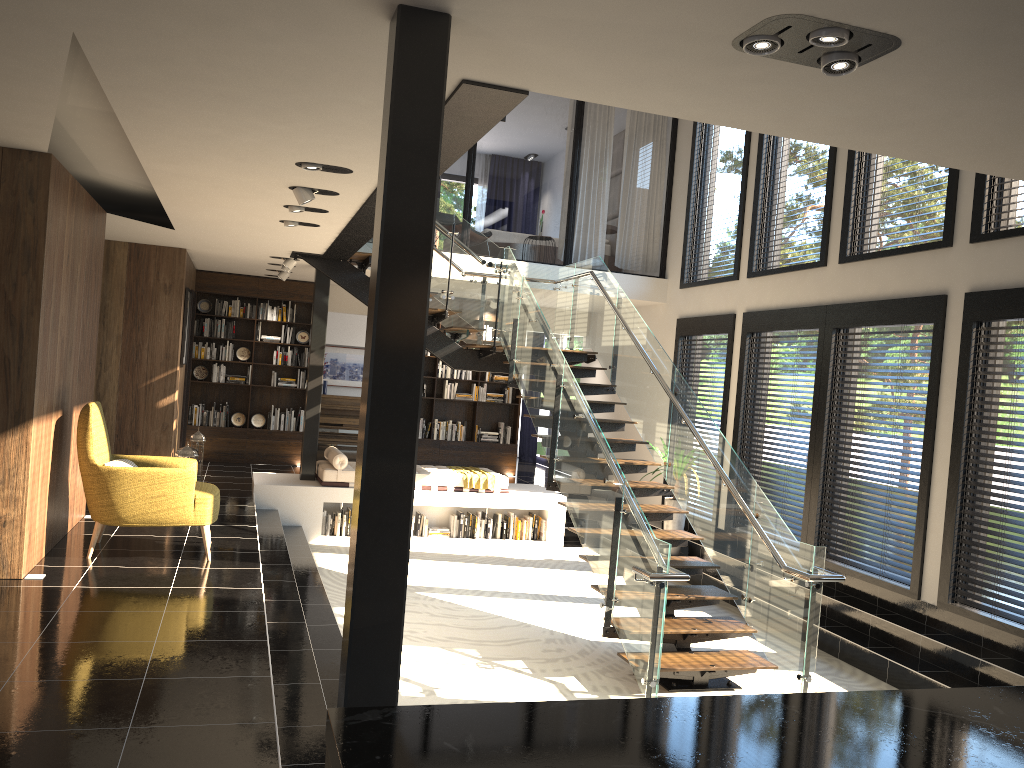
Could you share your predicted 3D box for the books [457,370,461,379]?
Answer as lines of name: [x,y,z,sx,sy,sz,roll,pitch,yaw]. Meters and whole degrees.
books: [-0.837,-0.163,13.691,0.047,0.171,0.167,4,1,-17]

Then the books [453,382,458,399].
books: [-0.896,0.105,13.673,0.067,0.261,0.159,4,1,-17]

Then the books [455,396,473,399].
books: [-0.764,0.208,13.715,0.275,0.025,0.156,4,0,-21]

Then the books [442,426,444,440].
books: [-1.080,0.749,13.632,0.025,0.214,0.170,4,1,-17]

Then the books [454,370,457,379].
books: [-0.883,-0.197,13.651,0.028,0.231,0.167,4,1,-17]

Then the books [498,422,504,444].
books: [-0.182,0.764,13.903,0.030,0.326,0.194,4,1,-17]

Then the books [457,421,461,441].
books: [-0.831,0.728,13.707,0.025,0.294,0.177,4,1,-17]

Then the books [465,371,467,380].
books: [-0.726,-0.173,13.747,0.030,0.208,0.119,4,1,-17]

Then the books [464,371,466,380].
books: [-0.744,-0.164,13.714,0.024,0.187,0.148,4,1,-17]

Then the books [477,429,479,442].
books: [-0.549,0.798,13.793,0.025,0.199,0.149,4,1,-17]

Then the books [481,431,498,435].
books: [-0.366,0.766,13.851,0.288,0.030,0.175,5,0,-13]

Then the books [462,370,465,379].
books: [-0.766,-0.161,13.697,0.027,0.179,0.164,4,1,-17]

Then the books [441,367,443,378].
books: [-1.093,-0.179,13.614,0.027,0.162,0.125,4,1,-17]

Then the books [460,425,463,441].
books: [-0.804,0.753,13.703,0.028,0.250,0.161,4,1,-17]

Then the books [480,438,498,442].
books: [-0.376,0.871,13.858,0.286,0.030,0.176,4,0,-19]

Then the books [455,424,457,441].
books: [-0.885,0.746,13.692,0.029,0.250,0.142,4,1,-17]

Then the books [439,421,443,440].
books: [-1.100,0.716,13.612,0.030,0.276,0.160,4,1,-17]

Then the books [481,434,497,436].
books: [-0.372,0.793,13.865,0.251,0.026,0.148,4,0,-21]

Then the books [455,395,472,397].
books: [-0.761,0.184,13.712,0.261,0.024,0.167,4,0,-20]

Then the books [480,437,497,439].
books: [-0.377,0.843,13.868,0.250,0.026,0.148,4,0,-21]

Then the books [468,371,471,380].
books: [-0.661,-0.174,13.749,0.046,0.219,0.145,4,1,-17]

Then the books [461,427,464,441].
books: [-0.785,0.768,13.730,0.026,0.221,0.145,4,1,-17]

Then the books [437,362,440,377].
books: [-1.148,-0.216,13.598,0.030,0.228,0.176,4,1,-17]

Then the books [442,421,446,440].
books: [-1.053,0.718,13.649,0.031,0.280,0.141,4,1,-17]

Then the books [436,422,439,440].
books: [-1.155,0.719,13.603,0.030,0.262,0.173,4,1,-17]

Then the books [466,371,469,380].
books: [-0.694,-0.176,13.737,0.024,0.220,0.148,4,1,-17]

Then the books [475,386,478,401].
books: [-0.577,0.145,13.784,0.037,0.232,0.231,4,1,-17]

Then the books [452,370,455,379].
books: [-0.914,-0.206,13.653,0.030,0.244,0.142,4,1,-17]

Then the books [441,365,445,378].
books: [-1.064,-0.194,13.608,0.024,0.198,0.174,4,1,-17]

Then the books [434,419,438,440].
books: [-1.181,0.692,13.583,0.035,0.312,0.160,4,1,-17]

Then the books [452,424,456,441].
books: [-0.914,0.742,13.680,0.034,0.255,0.194,4,1,-17]

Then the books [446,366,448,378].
books: [-1.012,-0.211,13.624,0.027,0.239,0.153,4,1,-17]

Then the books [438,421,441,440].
books: [-1.134,0.714,13.628,0.025,0.274,0.150,4,1,-17]

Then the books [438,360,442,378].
books: [-1.117,-0.236,13.604,0.031,0.272,0.158,4,1,-17]

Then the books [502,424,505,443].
books: [-0.156,0.773,13.913,0.027,0.311,0.148,4,1,-17]

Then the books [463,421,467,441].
books: [-0.737,0.729,13.754,0.022,0.307,0.131,4,1,-17]

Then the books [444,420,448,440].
books: [-1.022,0.711,13.657,0.032,0.298,0.169,4,1,-17]

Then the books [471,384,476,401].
books: [-0.603,0.127,13.765,0.026,0.263,0.156,4,1,-17]

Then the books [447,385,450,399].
books: [-0.993,0.119,13.603,0.023,0.218,0.195,4,1,-17]

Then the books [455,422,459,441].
books: [-0.855,0.734,13.694,0.028,0.280,0.154,4,1,-17]

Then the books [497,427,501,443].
books: [-0.211,0.801,13.894,0.026,0.247,0.149,4,1,-17]

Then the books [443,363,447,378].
books: [-1.036,-0.207,13.608,0.027,0.228,0.208,4,1,-17]

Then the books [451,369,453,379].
books: [-0.944,-0.189,13.659,0.021,0.206,0.147,4,1,-17]

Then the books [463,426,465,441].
books: [-0.760,0.767,13.737,0.026,0.227,0.129,4,1,-17]

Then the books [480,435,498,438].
books: [-0.371,0.818,13.855,0.263,0.024,0.167,4,0,-22]

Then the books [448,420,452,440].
books: [-0.966,0.712,13.669,0.032,0.306,0.155,4,1,-17]

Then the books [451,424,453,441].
books: [-0.939,0.744,13.665,0.023,0.246,0.148,4,1,-17]

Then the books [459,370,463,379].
books: [-0.792,-0.206,13.693,0.032,0.265,0.149,4,1,-17]

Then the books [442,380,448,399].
books: [-1.026,0.084,13.629,0.030,0.284,0.176,4,1,-17]

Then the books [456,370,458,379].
books: [-0.868,-0.168,13.679,0.021,0.176,0.161,4,1,-17]

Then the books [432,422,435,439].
books: [-1.222,0.713,13.607,0.026,0.263,0.156,4,1,-17]

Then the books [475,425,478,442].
books: [-0.574,0.764,13.798,0.024,0.264,0.174,4,1,-17]

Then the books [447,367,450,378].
books: [-0.984,-0.218,13.626,0.028,0.258,0.208,4,1,-17]

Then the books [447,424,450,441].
books: [-0.990,0.735,13.643,0.025,0.255,0.202,4,1,-17]

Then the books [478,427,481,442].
books: [-0.520,0.781,13.793,0.026,0.238,0.159,4,1,-17]
